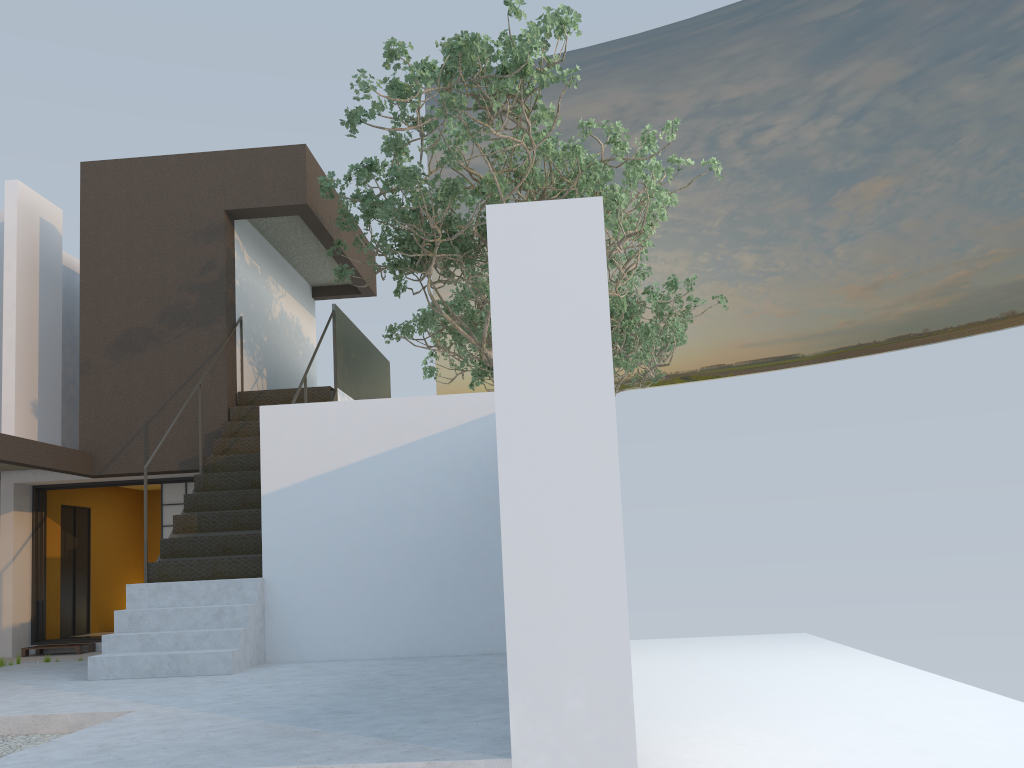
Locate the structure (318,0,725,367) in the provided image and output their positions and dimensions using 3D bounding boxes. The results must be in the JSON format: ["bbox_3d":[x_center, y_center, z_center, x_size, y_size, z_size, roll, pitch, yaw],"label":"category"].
[{"bbox_3d":[0.073,-1.365,9.867,4.333,3.661,5.819,0,-10,-16],"label":"structure"}]

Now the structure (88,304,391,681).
[{"bbox_3d":[-2.613,0.990,10.332,1.159,3.901,6.631,-3,-10,3],"label":"structure"}]

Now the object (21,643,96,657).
[{"bbox_3d":[-5.342,3.136,10.413,0.703,0.099,0.354,-4,-11,4],"label":"object"}]

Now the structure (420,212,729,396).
[{"bbox_3d":[1.113,-0.228,16.379,5.507,4.652,7.395,0,-10,-16],"label":"structure"}]
